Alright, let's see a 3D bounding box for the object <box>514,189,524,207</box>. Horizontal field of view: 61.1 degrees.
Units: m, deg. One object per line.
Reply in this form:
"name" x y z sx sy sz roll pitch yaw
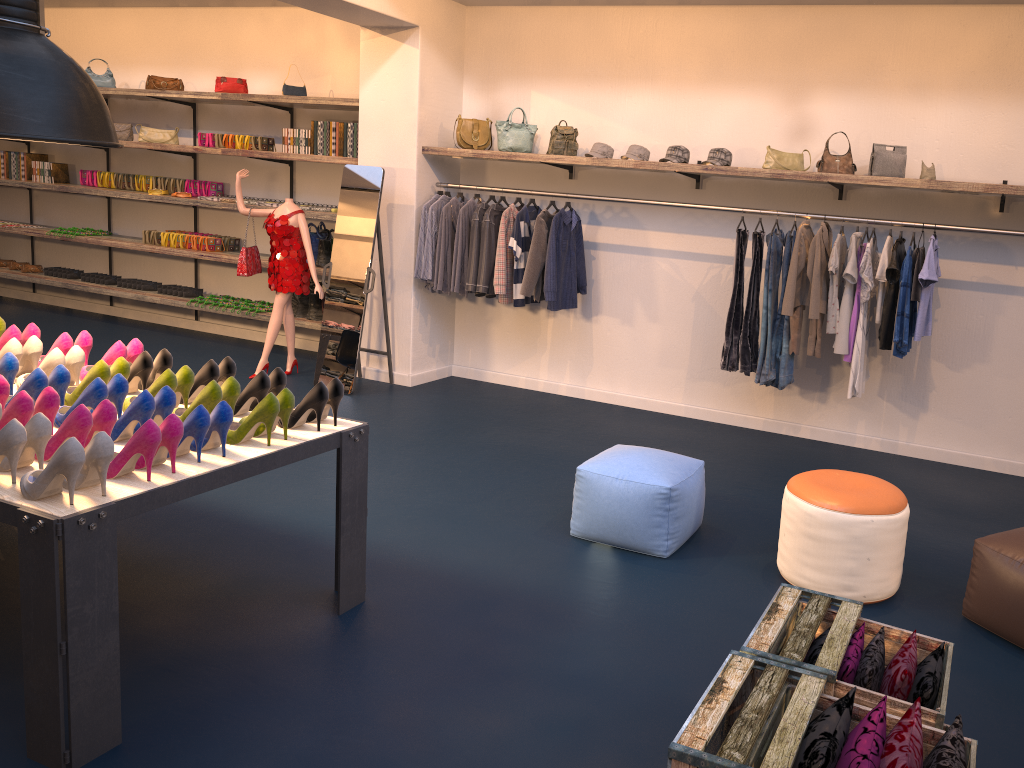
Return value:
"object" 0.051 -1.432 6.858 0.009 0.217 0.462 8 12 28

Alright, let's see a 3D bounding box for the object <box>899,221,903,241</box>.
"object" 2.596 -0.980 5.798 0.009 0.217 0.463 8 12 30

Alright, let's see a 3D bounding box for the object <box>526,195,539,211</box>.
"object" 0.157 -1.414 6.815 0.009 0.217 0.462 8 12 28

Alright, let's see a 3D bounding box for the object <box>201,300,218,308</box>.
"object" -2.829 -0.750 8.113 0.079 0.057 0.249 9 13 23

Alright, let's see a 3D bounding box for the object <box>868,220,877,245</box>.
"object" 2.442 -1.028 5.861 0.014 0.175 0.387 8 12 28

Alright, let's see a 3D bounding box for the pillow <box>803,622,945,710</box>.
"pillow" 0.954 0.854 2.434 0.433 0.315 0.330 9 12 24

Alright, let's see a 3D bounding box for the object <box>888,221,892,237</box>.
"object" 2.535 -1.001 5.819 0.008 0.195 0.416 8 12 29

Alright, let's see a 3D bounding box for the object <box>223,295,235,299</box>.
"object" -2.727 -0.825 8.365 0.081 0.074 0.245 7 13 15

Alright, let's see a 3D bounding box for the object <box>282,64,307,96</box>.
"object" -1.886 -2.630 7.537 0.217 0.276 0.055 -3 11 -33

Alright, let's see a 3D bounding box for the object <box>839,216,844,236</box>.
"object" 2.256 -1.039 5.938 0.009 0.217 0.462 8 12 28

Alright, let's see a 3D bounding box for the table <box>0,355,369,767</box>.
"table" -1.991 0.427 3.370 2.398 0.731 1.322 10 13 23

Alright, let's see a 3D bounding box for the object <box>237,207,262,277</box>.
"object" -2.118 -1.158 7.028 0.090 0.547 0.323 4 10 5

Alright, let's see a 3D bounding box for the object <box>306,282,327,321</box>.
"object" -1.718 -0.752 7.826 0.202 0.335 0.407 10 13 34

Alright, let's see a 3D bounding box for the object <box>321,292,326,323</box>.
"object" -1.565 -0.725 7.726 0.153 0.352 0.368 8 12 28

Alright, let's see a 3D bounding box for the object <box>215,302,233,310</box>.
"object" -2.672 -0.722 8.048 0.079 0.057 0.249 9 13 23

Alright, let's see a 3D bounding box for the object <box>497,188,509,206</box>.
"object" -0.075 -1.450 6.895 0.009 0.217 0.462 8 12 28

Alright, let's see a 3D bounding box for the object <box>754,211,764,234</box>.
"object" 1.756 -1.149 6.142 0.014 0.175 0.249 8 12 28

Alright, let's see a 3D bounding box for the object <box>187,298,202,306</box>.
"object" -2.986 -0.779 8.184 0.079 0.057 0.249 9 13 23

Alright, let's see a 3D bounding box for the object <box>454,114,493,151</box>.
"object" -0.298 -2.029 7.042 0.346 0.280 0.189 -4 12 -35

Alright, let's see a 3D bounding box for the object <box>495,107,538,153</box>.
"object" 0.036 -2.032 6.957 0.395 0.362 0.165 -2 11 -28

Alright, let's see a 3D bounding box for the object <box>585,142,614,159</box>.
"object" 0.666 -1.783 6.632 0.256 0.124 0.174 -2 13 -27

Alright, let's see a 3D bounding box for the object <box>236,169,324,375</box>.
"object" -1.852 -0.883 7.072 0.746 1.646 0.349 4 9 1

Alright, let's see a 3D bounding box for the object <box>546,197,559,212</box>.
"object" 0.312 -1.382 6.741 0.009 0.217 0.462 8 12 28

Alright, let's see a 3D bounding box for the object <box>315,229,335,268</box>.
"object" -1.611 -1.208 7.708 0.202 0.335 0.407 10 13 34

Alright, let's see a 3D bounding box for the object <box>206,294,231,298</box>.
"object" -2.846 -0.841 8.384 0.254 0.053 0.080 -4 14 -32

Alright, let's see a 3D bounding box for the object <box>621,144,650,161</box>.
"object" 0.926 -1.737 6.525 0.256 0.124 0.174 -2 13 -27

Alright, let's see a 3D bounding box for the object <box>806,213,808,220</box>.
"object" 2.041 -1.097 6.023 0.016 0.177 0.436 8 13 30

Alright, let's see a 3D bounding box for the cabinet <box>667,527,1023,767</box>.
"cabinet" 1.525 0.925 2.878 0.690 0.541 3.053 14 16 41

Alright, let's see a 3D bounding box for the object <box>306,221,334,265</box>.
"object" -1.752 -1.263 7.779 0.165 0.386 0.409 11 13 40

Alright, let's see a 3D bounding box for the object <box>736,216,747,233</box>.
"object" 1.643 -1.169 6.188 0.014 0.175 0.249 8 12 28

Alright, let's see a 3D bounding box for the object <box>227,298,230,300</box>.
"object" -2.740 -0.778 8.269 0.079 0.057 0.249 9 13 23

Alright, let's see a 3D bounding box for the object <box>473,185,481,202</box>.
"object" -0.282 -1.487 6.981 0.009 0.217 0.462 8 12 28

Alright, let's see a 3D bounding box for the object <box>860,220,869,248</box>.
"object" 2.401 -1.025 5.879 0.014 0.195 0.387 8 12 28

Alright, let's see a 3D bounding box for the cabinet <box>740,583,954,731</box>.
"cabinet" 0.955 0.975 2.460 0.525 0.542 0.504 9 12 25

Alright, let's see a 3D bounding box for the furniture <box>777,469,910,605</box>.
"furniture" 1.545 0.689 4.060 0.544 0.474 0.624 10 13 28

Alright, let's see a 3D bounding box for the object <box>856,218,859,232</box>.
"object" 2.346 -1.034 5.896 0.011 0.195 0.323 8 12 29

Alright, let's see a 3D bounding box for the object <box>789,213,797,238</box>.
"object" 1.973 -1.111 6.053 0.014 0.175 0.249 8 12 28

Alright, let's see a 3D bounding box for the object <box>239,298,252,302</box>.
"object" -2.568 -0.800 8.300 0.084 0.067 0.241 5 13 7

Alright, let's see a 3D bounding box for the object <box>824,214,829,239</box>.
"object" 2.148 -1.077 5.974 0.016 0.177 0.436 8 13 30

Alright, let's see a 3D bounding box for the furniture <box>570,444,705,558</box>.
"furniture" 0.660 0.555 4.456 0.612 0.418 0.693 9 13 24

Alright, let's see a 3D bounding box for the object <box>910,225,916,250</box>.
"object" 2.667 -0.968 5.768 0.009 0.217 0.463 8 12 29

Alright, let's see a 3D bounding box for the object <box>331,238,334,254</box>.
"object" -1.458 -1.182 7.608 0.153 0.352 0.368 8 12 28

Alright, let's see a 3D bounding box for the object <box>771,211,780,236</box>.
"object" 1.860 -1.130 6.099 0.014 0.175 0.249 8 12 28

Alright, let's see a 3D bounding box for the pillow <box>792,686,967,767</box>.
"pillow" 0.793 0.915 1.958 0.412 0.345 0.382 9 12 25

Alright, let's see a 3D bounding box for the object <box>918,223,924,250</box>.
"object" 2.714 -0.977 5.743 0.016 0.177 0.436 8 13 29

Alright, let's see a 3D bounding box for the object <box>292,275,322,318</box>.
"object" -1.859 -0.806 7.898 0.165 0.386 0.409 11 13 40

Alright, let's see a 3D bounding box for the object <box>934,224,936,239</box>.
"object" 2.780 -0.967 5.718 0.016 0.177 0.436 8 13 29

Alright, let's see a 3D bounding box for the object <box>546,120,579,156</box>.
"object" 0.361 -1.925 6.803 0.344 0.280 0.267 14 15 42
